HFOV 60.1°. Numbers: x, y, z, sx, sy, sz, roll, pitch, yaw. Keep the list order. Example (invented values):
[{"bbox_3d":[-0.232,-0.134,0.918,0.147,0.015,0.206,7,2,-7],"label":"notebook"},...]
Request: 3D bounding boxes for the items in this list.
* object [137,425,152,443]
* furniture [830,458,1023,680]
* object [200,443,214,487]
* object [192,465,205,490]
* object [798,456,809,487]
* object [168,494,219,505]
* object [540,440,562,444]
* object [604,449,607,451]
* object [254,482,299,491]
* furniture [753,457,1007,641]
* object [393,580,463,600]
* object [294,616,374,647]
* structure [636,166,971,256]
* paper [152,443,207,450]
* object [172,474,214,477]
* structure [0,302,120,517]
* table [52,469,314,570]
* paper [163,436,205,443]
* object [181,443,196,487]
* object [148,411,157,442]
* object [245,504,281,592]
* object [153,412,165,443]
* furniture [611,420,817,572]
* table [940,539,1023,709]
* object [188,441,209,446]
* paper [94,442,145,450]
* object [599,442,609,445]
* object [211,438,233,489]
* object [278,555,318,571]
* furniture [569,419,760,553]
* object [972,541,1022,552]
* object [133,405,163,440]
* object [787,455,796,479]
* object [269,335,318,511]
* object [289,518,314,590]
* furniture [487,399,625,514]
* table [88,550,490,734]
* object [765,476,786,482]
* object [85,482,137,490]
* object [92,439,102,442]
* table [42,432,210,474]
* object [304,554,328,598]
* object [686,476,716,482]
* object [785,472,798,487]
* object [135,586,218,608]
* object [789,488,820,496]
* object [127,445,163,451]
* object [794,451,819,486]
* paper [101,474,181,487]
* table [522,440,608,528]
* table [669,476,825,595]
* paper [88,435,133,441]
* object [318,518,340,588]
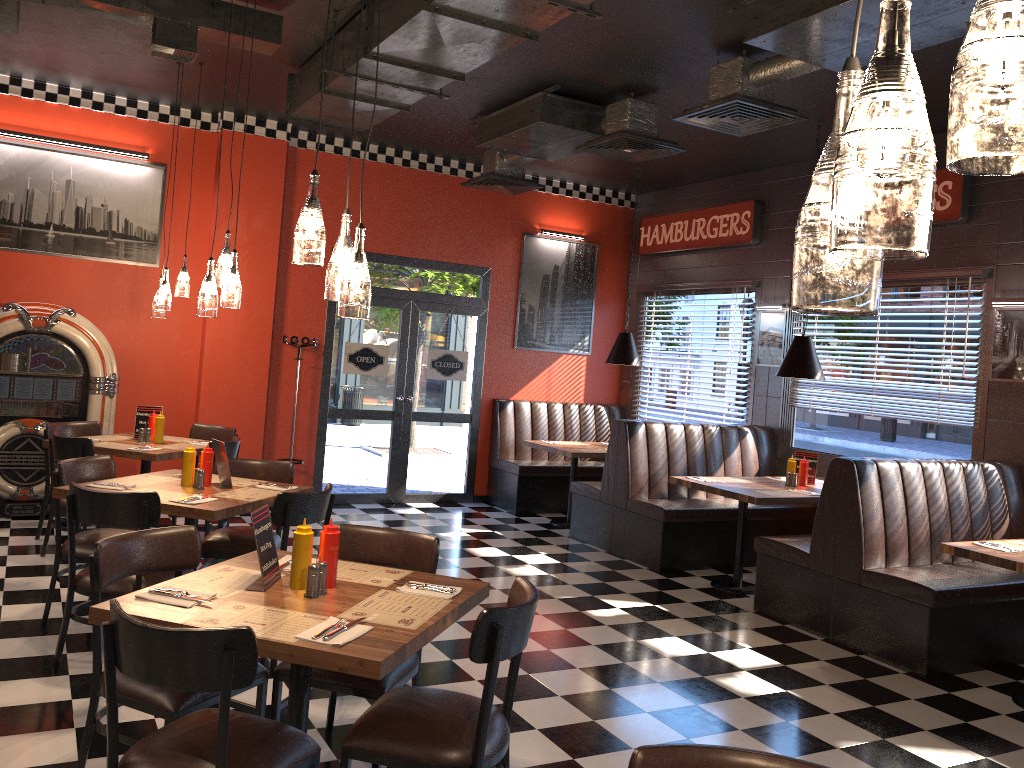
[{"bbox_3d":[-2.727,0.368,6.585,0.093,0.136,0.047,4,0,-29],"label":"object"},{"bbox_3d":[2.938,1.101,5.639,1.707,1.155,0.707,4,0,-29],"label":"furniture"},{"bbox_3d":[-1.697,0.446,4.922,0.068,0.238,0.068,5,-1,-23],"label":"object"},{"bbox_3d":[-1.703,0.501,4.822,0.046,0.136,0.094,5,0,-39],"label":"object"},{"bbox_3d":[2.322,0.693,7.053,0.068,0.238,0.068,4,-1,45],"label":"object"},{"bbox_3d":[-1.596,0.578,4.482,0.157,0.019,0.255,5,2,18],"label":"object"},{"bbox_3d":[0.410,0.593,9.069,0.157,0.019,0.255,4,2,-28],"label":"object"},{"bbox_3d":[1.009,0.651,8.707,0.157,0.019,0.255,3,2,-30],"label":"object"},{"bbox_3d":[-1.359,0.579,5.045,0.255,0.019,0.157,5,2,19],"label":"object"},{"bbox_3d":[2.602,1.055,6.259,1.707,1.155,0.707,4,0,-29],"label":"furniture"},{"bbox_3d":[-0.312,0.719,3.131,0.255,0.019,0.157,5,2,16],"label":"object"},{"bbox_3d":[-0.511,0.720,2.611,0.157,0.019,0.255,5,2,19],"label":"object"},{"bbox_3d":[4.185,-1.352,5.383,0.119,0.438,11.280,5,1,-29],"label":"structure"},{"bbox_3d":[-2.424,0.460,6.509,0.261,0.001,0.365,5,2,15],"label":"paper"},{"bbox_3d":[-1.887,0.533,5.215,0.157,0.019,0.255,5,2,16],"label":"object"},{"bbox_3d":[-4.001,0.204,7.378,1.292,1.769,0.501,4,-1,-29],"label":"structure"},{"bbox_3d":[-1.776,0.950,4.831,0.961,0.774,0.956,5,1,16],"label":"table"},{"bbox_3d":[-2.630,0.431,6.926,0.365,0.001,0.261,5,2,16],"label":"paper"},{"bbox_3d":[-1.780,0.441,4.879,0.068,0.238,0.068,5,-1,-23],"label":"object"},{"bbox_3d":[-2.707,0.314,6.676,0.068,0.238,0.068,5,-1,-31],"label":"object"},{"bbox_3d":[-0.847,0.560,3.051,0.072,0.257,0.188,4,0,1],"label":"object"},{"bbox_3d":[-2.633,0.322,6.619,0.068,0.238,0.068,5,-1,-31],"label":"object"},{"bbox_3d":[1.800,0.948,7.738,1.707,1.155,0.707,4,0,-29],"label":"furniture"},{"bbox_3d":[3.316,1.343,4.896,1.689,0.774,0.958,4,1,-29],"label":"table"},{"bbox_3d":[-2.358,0.449,6.752,0.255,0.019,0.157,5,2,17],"label":"object"},{"bbox_3d":[-2.809,0.437,6.281,0.365,0.001,0.261,5,2,16],"label":"paper"},{"bbox_3d":[1.064,0.633,9.411,0.157,0.019,0.255,3,2,-33],"label":"object"},{"bbox_3d":[-1.617,0.442,4.940,0.072,0.257,0.188,5,0,-39],"label":"object"},{"bbox_3d":[-0.821,0.674,3.325,0.157,0.019,0.255,5,2,9],"label":"object"},{"bbox_3d":[1.464,0.903,8.359,1.707,1.155,0.707,4,0,-29],"label":"furniture"},{"bbox_3d":[2.698,0.899,4.893,0.157,0.019,0.255,4,2,-28],"label":"object"},{"bbox_3d":[-2.774,0.297,6.756,0.188,0.257,0.072,4,-1,-19],"label":"object"},{"bbox_3d":[2.231,0.685,7.073,0.068,0.238,0.068,4,-1,45],"label":"object"},{"bbox_3d":[-2.089,0.371,8.470,0.374,1.659,0.374,5,-1,-6],"label":"object"},{"bbox_3d":[-0.721,0.580,3.043,0.068,0.238,0.068,5,-1,-23],"label":"object"},{"bbox_3d":[0.663,0.795,9.838,1.707,1.155,0.707,4,0,-29],"label":"furniture"},{"bbox_3d":[-0.705,1.090,2.976,0.961,0.774,0.956,5,1,16],"label":"table"},{"bbox_3d":[2.239,0.788,7.328,0.157,0.019,0.255,3,2,-29],"label":"object"},{"bbox_3d":[-2.093,0.534,4.672,0.255,0.019,0.157,5,2,10],"label":"object"},{"bbox_3d":[-3.098,0.401,6.448,0.255,0.019,0.157,5,2,19],"label":"object"},{"bbox_3d":[-2.764,0.819,6.600,0.961,0.774,0.956,5,1,16],"label":"table"},{"bbox_3d":[-0.652,0.639,2.969,0.047,0.136,0.093,4,0,21],"label":"object"},{"bbox_3d":[1.486,0.742,6.924,0.157,0.019,0.255,4,2,-23],"label":"object"},{"bbox_3d":[2.201,0.738,6.977,0.094,0.136,0.046,4,0,31],"label":"object"},{"bbox_3d":[-1.046,0.672,2.814,0.255,0.019,0.157,5,2,18],"label":"object"},{"bbox_3d":[2.176,0.805,6.625,0.157,0.019,0.255,3,2,-33],"label":"object"},{"bbox_3d":[-2.567,0.449,6.235,0.157,0.019,0.255,5,2,20],"label":"object"},{"bbox_3d":[2.385,0.683,7.216,0.188,0.257,0.072,4,-1,31],"label":"object"},{"bbox_3d":[-2.060,0.537,4.942,0.261,0.001,0.365,5,2,15],"label":"paper"},{"bbox_3d":[1.042,1.038,9.091,1.689,0.774,0.958,4,1,-29],"label":"table"},{"bbox_3d":[2.185,1.192,6.982,1.689,0.774,0.958,4,1,-29],"label":"table"},{"bbox_3d":[-3.040,0.407,6.683,0.261,0.001,0.365,5,2,18],"label":"paper"},{"bbox_3d":[-0.638,0.585,3.086,0.068,0.238,0.068,5,-1,-23],"label":"object"}]
